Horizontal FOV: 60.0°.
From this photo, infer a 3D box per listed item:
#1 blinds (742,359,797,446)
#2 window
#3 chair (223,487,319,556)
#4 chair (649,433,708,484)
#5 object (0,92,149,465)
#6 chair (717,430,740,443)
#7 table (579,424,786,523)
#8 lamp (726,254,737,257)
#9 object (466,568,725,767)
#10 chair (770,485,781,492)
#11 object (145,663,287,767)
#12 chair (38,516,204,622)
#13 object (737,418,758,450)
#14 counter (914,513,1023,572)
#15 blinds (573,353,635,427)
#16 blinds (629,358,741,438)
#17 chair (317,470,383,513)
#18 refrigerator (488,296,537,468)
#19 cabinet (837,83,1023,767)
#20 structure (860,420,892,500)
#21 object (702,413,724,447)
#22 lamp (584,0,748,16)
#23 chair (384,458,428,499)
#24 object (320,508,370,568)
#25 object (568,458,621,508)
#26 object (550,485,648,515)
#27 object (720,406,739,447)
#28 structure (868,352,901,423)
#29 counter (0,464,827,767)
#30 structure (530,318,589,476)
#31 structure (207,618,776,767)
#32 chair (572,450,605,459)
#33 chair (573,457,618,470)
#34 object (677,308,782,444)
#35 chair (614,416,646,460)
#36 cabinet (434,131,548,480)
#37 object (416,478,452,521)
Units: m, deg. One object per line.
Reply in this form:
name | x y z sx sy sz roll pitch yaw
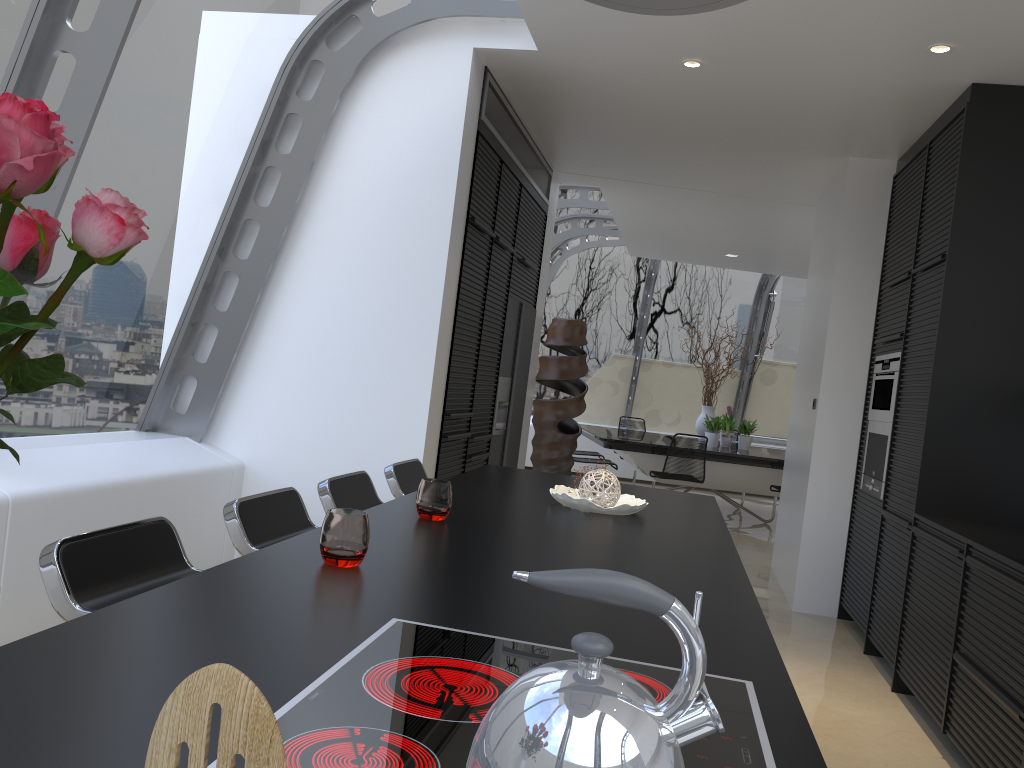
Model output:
blinds | 3.996 0.324 12.667 1.376 1.214 0.387 7 1 -3
window | 5.379 0.439 5.515 16.171 3.674 16.693 7 1 3
chair | -0.552 0.752 2.461 0.460 0.857 0.418 7 1 11
chair | 1.688 0.738 8.881 0.446 0.519 0.688 7 1 -3
object | -0.483 0.049 0.622 0.350 0.596 0.327 7 1 17
chair | 2.840 0.856 11.454 0.446 0.519 0.688 7 1 -3
table | 2.282 1.078 10.179 3.031 0.759 2.494 7 1 -3
lamp | 7.481 -0.777 5.357 9.928 0.004 9.775 7 1 -2
object | 0.075 0.298 0.883 0.221 0.230 0.221 8 1 42
chair | 2.953 0.894 8.941 0.446 0.519 0.688 7 1 -3
object | -0.115 0.245 0.319 0.055 0.299 0.027 7 1 11
chair | -0.683 0.742 1.805 0.460 0.857 0.418 7 1 11
object | 2.631 0.555 9.974 0.284 0.369 0.215 7 1 31
counter | 1.958 0.646 2.276 0.804 0.025 3.738 7 1 10
blinds | 0.676 0.543 12.711 1.829 2.118 0.663 7 1 -3
blinds | 2.454 0.229 12.624 1.430 1.027 0.329 7 1 -3
chair | -0.435 0.761 3.052 0.460 0.857 0.418 7 1 11
refrigerator | -0.119 0.263 6.488 0.234 1.742 1.006 7 1 11
cabinet | 2.160 0.053 2.968 0.831 2.901 5.157 7 1 10
structure | 2.096 0.424 5.106 0.023 0.420 0.592 7 1 11
object | 2.211 0.505 9.747 0.284 0.369 0.215 7 1 36
lamp | 0.217 -1.144 1.040 0.606 0.966 1.112 7 1 10
chair | -0.308 0.771 3.691 0.460 0.857 0.418 7 1 11
object | -0.331 0.305 1.753 0.095 0.106 0.095 7 1 31
object | 0.298 0.346 3.023 0.190 0.191 0.165 7 1 39
object | 0.293 0.407 3.012 0.334 0.078 0.329 7 1 -2
object | 2.490 0.484 10.309 0.238 0.476 0.417 7 1 25
structure | 2.142 0.022 5.104 0.061 0.388 0.592 7 1 11
counter | 0.044 0.409 2.050 1.006 0.018 3.800 7 1 10
structure | 0.401 0.335 7.966 0.493 1.843 0.498 7 1 8
structure | 0.024 0.426 1.057 0.562 0.041 0.640 7 1 10
chair | 0.772 0.609 10.594 0.688 0.519 0.446 7 1 -3
chair | 0.813 0.623 9.669 0.688 0.519 0.446 7 1 -3
object | 2.389 -0.071 9.989 1.135 1.549 1.031 7 1 -11
chair | 1.575 0.700 11.394 0.446 0.519 0.688 7 1 -3
cabinet | -0.483 -0.119 5.957 0.831 2.558 2.252 7 1 12
object | -0.211 0.313 2.399 0.095 0.106 0.095 7 1 9
